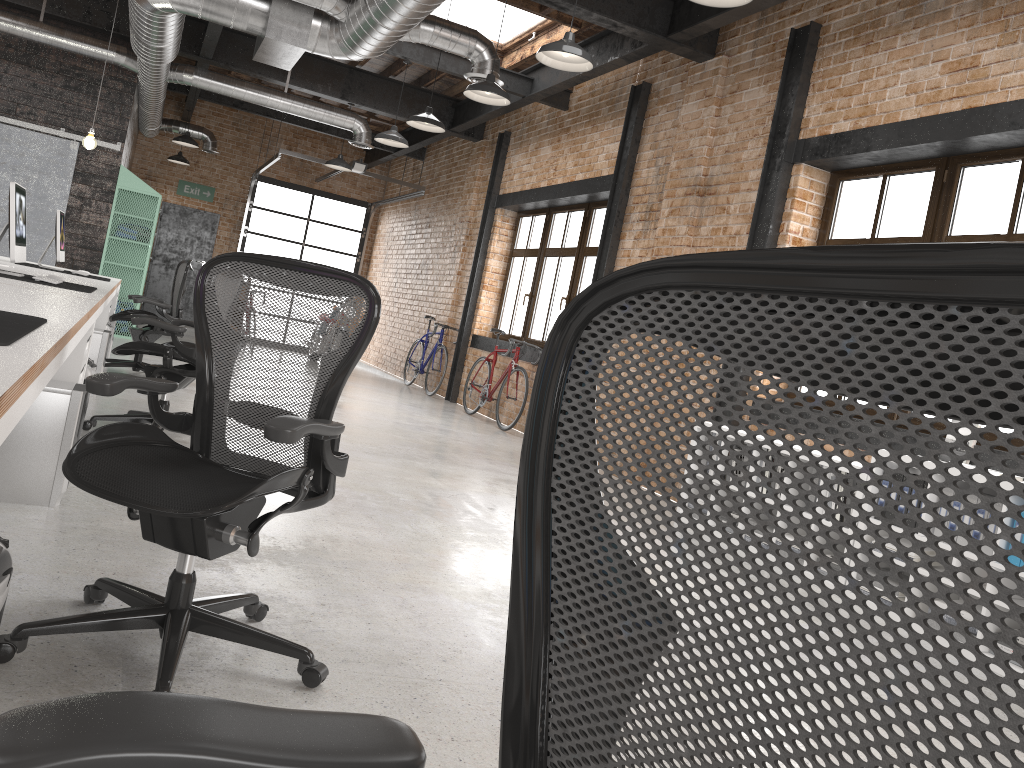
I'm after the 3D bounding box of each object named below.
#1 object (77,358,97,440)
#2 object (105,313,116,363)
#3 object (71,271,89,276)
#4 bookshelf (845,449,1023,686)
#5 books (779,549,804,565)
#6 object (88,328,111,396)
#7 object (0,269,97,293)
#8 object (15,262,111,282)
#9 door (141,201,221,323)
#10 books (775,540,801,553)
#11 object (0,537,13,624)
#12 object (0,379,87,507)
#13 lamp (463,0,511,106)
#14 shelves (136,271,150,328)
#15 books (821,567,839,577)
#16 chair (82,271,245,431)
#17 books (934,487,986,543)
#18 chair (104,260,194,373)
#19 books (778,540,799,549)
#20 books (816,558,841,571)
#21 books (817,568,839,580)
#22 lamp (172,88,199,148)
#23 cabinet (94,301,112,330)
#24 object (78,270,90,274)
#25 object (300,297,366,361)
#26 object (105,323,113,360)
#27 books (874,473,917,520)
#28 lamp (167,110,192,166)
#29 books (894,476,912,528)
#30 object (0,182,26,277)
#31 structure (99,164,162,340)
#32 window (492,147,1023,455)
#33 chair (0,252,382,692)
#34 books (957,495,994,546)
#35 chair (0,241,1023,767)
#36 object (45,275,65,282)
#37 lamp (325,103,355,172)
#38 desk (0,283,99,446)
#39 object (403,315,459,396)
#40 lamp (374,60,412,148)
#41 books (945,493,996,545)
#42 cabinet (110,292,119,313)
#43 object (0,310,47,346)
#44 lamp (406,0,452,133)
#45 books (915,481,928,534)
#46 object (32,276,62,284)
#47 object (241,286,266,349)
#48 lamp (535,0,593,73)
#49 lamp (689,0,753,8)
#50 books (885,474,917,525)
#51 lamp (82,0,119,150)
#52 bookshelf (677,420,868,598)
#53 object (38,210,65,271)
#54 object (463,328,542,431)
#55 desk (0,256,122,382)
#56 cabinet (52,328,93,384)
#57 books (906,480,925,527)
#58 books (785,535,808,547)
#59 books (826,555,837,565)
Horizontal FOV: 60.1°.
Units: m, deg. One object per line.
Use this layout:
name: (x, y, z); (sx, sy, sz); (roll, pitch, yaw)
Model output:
object: (-2.200, 0.092, 4.321); (0.249, 0.465, 0.340); (11, 1, -24)
object: (-3.949, -0.463, 8.130); (0.539, 0.455, 0.222); (11, 1, -23)
object: (-3.615, -0.927, 7.412); (0.118, 0.017, 0.441); (10, 3, -24)
bookshelf: (2.264, 0.850, 3.938); (0.399, 0.799, 1.551); (11, 2, -24)
books: (1.661, 0.992, 5.038); (0.216, 0.072, 0.291); (10, 3, -23)
object: (-3.125, -0.189, 6.161); (0.539, 0.455, 0.222); (11, 1, -23)
object: (-2.665, -0.583, 4.859); (0.685, 0.008, 0.852); (10, 3, -23)
object: (-3.730, -0.937, 7.403); (0.685, 0.008, 0.852); (10, 3, -24)
door: (-5.960, -2.134, 15.911); (0.994, 2.099, 0.219); (11, 0, -23)
books: (1.668, 0.942, 5.028); (0.206, 0.067, 0.276); (10, 3, -23)
object: (-0.993, 0.494, 1.439); (0.249, 0.465, 0.340); (11, 1, -24)
object: (-1.965, 0.197, 3.393); (0.539, 0.455, 0.222); (11, 1, -23)
lamp: (-0.104, -2.562, 6.641); (0.362, 0.856, 0.362); (11, 1, -1)
shelves: (-5.646, -1.274, 12.871); (0.565, 0.855, 0.989); (11, 2, -24)
books: (1.801, 1.016, 4.745); (0.163, 0.047, 0.240); (10, 3, -23)
chair: (-1.953, -0.217, 5.130); (0.790, 1.085, 0.773); (11, 1, -15)
books: (2.141, 0.632, 4.232); (0.231, 0.261, 0.062); (11, 1, -23)
chair: (-3.133, -0.593, 7.641); (0.788, 1.085, 0.774); (10, 2, -45)
books: (1.679, 0.918, 5.022); (0.218, 0.039, 0.261); (10, 3, -23)
books: (1.823, 0.990, 4.765); (0.221, 0.055, 0.283); (10, 3, -23)
books: (1.797, 1.044, 4.760); (0.183, 0.049, 0.262); (10, 3, -23)
lamp: (-4.418, -3.994, 12.341); (0.364, 1.338, 0.360); (12, 1, 44)
cabinet: (-3.233, -0.327, 6.463); (0.458, 0.648, 0.389); (11, 1, -23)
object: (-3.733, -0.974, 7.716); (0.106, 0.028, 0.059); (10, 3, -25)
object: (-2.807, -0.939, 14.084); (0.809, 1.359, 2.188); (11, 2, -36)
object: (-3.274, -0.265, 6.886); (0.249, 0.465, 0.340); (11, 1, -24)
books: (1.996, 0.585, 4.561); (0.231, 0.261, 0.062); (11, 1, -23)
lamp: (-5.369, -4.310, 14.612); (0.364, 1.338, 0.360); (12, 1, 44)
books: (2.046, 0.601, 4.443); (0.231, 0.261, 0.062); (11, 1, -23)
object: (-2.713, -0.840, 4.803); (0.189, 0.485, 0.486); (11, 2, -24)
structure: (-4.963, -1.691, 11.470); (0.554, 2.099, 1.122); (11, 1, -24)
window: (1.559, -0.856, 7.431); (0.146, 1.690, 8.674); (11, 3, -24)
chair: (-0.754, 0.179, 2.307); (0.770, 1.085, 0.793); (12, 1, 0)
books: (2.190, 0.649, 4.114); (0.231, 0.261, 0.062); (11, 1, -23)
chair: (-0.104, 0.417, 0.358); (0.789, 1.085, 0.774); (11, 2, -40)
object: (-2.668, -0.620, 5.172); (0.106, 0.028, 0.059); (10, 3, -25)
lamp: (-2.199, -3.259, 11.645); (0.364, 0.856, 0.360); (12, 1, 44)
desk: (-2.033, 0.136, 1.271); (2.304, 0.769, 5.134); (10, 3, -24)
object: (-1.167, -0.417, 12.146); (0.400, 1.039, 1.746); (11, 2, -29)
lamp: (-1.165, -2.915, 9.175); (0.361, 0.856, 0.362); (11, 1, -6)
books: (2.165, 0.640, 4.173); (0.231, 0.261, 0.062); (11, 1, -23)
cabinet: (-4.058, -0.601, 8.432); (0.458, 0.648, 0.389); (11, 1, -23)
object: (-1.467, -0.184, 1.997); (0.685, 0.008, 0.852); (10, 3, -23)
lamp: (-0.650, -3.009, 8.067); (0.361, 1.362, 0.363); (11, 0, -16)
books: (2.095, 0.618, 4.324); (0.231, 0.261, 0.062); (11, 1, -23)
object: (-2.549, -0.573, 4.868); (0.118, 0.017, 0.441); (10, 3, -24)
object: (-4.298, -1.079, 14.423); (0.409, 1.033, 1.740); (11, 2, -17)
lamp: (0.456, -2.641, 5.425); (0.364, 1.362, 0.360); (12, 0, 39)
lamp: (1.003, -2.194, 4.000); (0.361, 0.856, 0.362); (11, 1, -6)
books: (2.021, 0.593, 4.503); (0.231, 0.261, 0.062); (11, 1, -23)
lamp: (-3.713, -2.971, 8.108); (0.123, 1.678, 0.124); (11, 0, -26)
bookshelf: (1.649, 0.706, 5.364); (0.399, 0.684, 1.551); (11, 3, -24)
object: (-3.779, -1.195, 7.348); (0.189, 0.485, 0.486); (11, 2, -24)
object: (-0.173, -0.086, 9.770); (0.400, 1.039, 1.746); (11, 2, -29)
desk: (-4.004, -0.520, 5.977); (2.304, 0.769, 5.134); (10, 3, -24)
cabinet: (-2.093, 0.053, 3.738); (0.458, 0.648, 0.389); (11, 1, -23)
books: (2.071, 0.610, 4.384); (0.231, 0.261, 0.062); (11, 1, -23)
books: (1.684, 0.900, 5.018); (0.214, 0.052, 0.253); (10, 3, -23)
books: (1.835, 0.961, 4.741); (0.198, 0.054, 0.241); (10, 3, -23)
